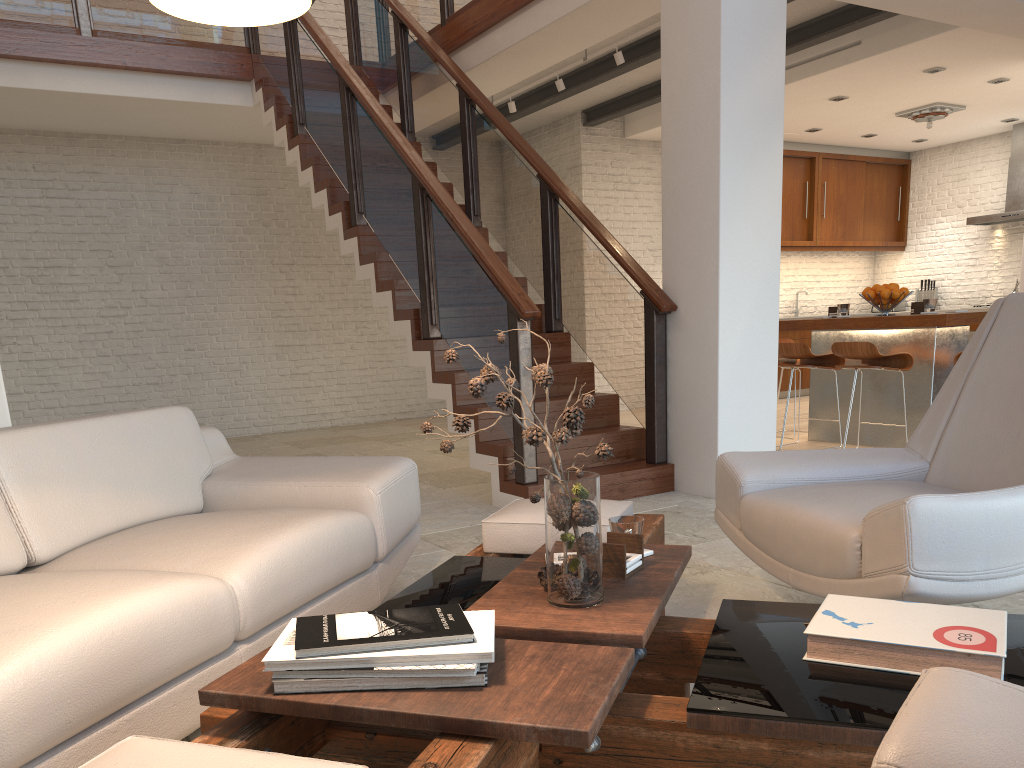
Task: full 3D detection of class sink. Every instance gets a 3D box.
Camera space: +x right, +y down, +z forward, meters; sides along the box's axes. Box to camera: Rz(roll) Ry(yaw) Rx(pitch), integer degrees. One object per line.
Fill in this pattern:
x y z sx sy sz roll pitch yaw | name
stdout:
3.825 -0.927 10.625 0.848 0.443 0.507 -6 9 -30 | sink

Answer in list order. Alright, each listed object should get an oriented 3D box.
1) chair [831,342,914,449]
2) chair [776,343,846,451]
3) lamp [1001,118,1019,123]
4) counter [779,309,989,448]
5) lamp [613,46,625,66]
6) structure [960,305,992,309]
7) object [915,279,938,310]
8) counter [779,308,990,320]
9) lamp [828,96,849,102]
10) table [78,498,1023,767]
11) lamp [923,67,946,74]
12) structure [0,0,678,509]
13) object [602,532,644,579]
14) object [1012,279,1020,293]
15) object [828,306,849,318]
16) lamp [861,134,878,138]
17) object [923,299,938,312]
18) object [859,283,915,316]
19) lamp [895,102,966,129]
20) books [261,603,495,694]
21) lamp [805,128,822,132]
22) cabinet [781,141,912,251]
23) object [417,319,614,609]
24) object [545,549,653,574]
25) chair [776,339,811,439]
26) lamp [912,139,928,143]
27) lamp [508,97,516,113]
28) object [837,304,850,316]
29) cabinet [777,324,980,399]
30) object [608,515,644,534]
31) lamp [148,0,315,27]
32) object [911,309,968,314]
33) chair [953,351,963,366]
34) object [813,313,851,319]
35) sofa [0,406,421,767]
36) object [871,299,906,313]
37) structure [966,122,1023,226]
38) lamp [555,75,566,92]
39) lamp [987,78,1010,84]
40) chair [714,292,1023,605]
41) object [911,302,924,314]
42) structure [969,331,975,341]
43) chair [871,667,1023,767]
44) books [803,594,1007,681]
2.383 0.100 5.881 0.417 0.800 0.395 -10 13 -30 | chair
2.104 0.084 6.331 0.417 0.800 0.395 -10 13 -30 | chair
5.208 -2.775 9.114 0.122 0.057 0.121 -6 6 -31 | lamp
3.269 -0.075 6.671 2.468 0.950 1.656 -6 7 -30 | counter
0.762 -2.325 6.197 0.085 0.133 0.059 -9 13 -28 | lamp
5.548 -0.876 9.710 0.583 0.033 0.798 -5 4 -31 | structure
5.116 -1.099 10.763 0.066 0.387 0.315 -11 12 -31 | object
4.260 -0.730 9.267 3.295 0.072 3.462 -5 4 -31 | counter
2.923 -2.572 7.798 0.122 0.057 0.121 -6 6 -31 | lamp
0.370 0.645 1.779 1.969 0.443 2.144 -1 4 20 | table
3.404 -2.546 7.021 0.122 0.057 0.121 -6 6 -31 | lamp
1.138 -1.533 5.226 13.698 4.274 9.979 -6 6 -30 | structure
0.251 0.411 2.098 0.093 0.085 0.111 2 9 31 | object
5.584 -1.013 9.418 0.262 0.284 0.255 -4 9 -9 | object
2.454 -0.541 6.548 0.093 0.085 0.112 -8 9 -31 | object
3.911 -2.737 9.542 0.122 0.057 0.121 -6 6 -31 | lamp
2.798 -0.526 5.837 0.090 0.087 0.089 -5 9 -16 | object
2.658 -0.600 6.197 0.365 0.229 0.353 0 7 24 | object
4.063 -2.574 8.477 0.445 0.176 0.442 -6 6 -31 | lamp
-0.228 0.474 1.572 0.401 0.077 0.243 -3 5 2 | books
3.149 -2.669 9.103 0.122 0.057 0.121 -6 6 -31 | lamp
3.399 -2.145 10.214 3.304 1.205 0.450 -6 12 -30 | cabinet
0.019 0.167 1.904 0.540 0.627 0.307 2 13 29 | object
0.215 0.430 2.212 0.270 0.036 0.243 -1 5 31 | object
2.275 0.028 7.062 0.399 0.800 0.413 -10 13 -30 | chair
4.671 -2.804 9.980 0.122 0.057 0.121 -6 6 -31 | lamp
0.000 -2.367 7.422 0.059 0.133 0.083 4 13 29 | lamp
2.434 -0.544 6.402 0.090 0.087 0.089 -9 10 -33 | object
4.404 -1.298 9.549 4.774 2.926 2.198 0 10 23 | cabinet
0.293 0.387 2.230 0.091 0.087 0.088 0 9 18 | object
-0.507 -0.215 0.635 0.320 2.424 1.963 -1 10 6 | lamp
2.831 -0.491 5.858 0.196 0.036 0.388 -5 4 -27 | object
3.157 0.076 5.638 0.399 0.800 0.413 -10 13 -30 | chair
2.428 -0.512 6.493 0.203 0.036 0.282 -5 5 -31 | object
-1.239 0.517 2.421 1.143 0.779 2.264 0 5 19 | sofa
4.826 -1.002 11.180 0.247 0.164 0.339 -7 7 -31 | object
5.541 -2.290 9.401 0.452 1.024 0.966 -10 11 -31 | structure
0.377 -2.347 6.820 0.085 0.133 0.059 -9 13 -28 | lamp
4.166 -2.613 7.460 0.122 0.057 0.121 -6 6 -31 | lamp
1.261 0.254 2.617 0.968 1.049 0.998 -5 9 -14 | chair
2.799 -0.522 5.981 0.094 0.085 0.111 -1 8 14 | object
5.513 -0.311 9.808 0.494 0.595 0.657 -9 10 -31 | structure
0.539 0.432 0.470 0.973 1.031 1.005 6 12 43 | chair
0.742 0.472 1.641 0.325 0.058 0.248 -1 5 29 | books
